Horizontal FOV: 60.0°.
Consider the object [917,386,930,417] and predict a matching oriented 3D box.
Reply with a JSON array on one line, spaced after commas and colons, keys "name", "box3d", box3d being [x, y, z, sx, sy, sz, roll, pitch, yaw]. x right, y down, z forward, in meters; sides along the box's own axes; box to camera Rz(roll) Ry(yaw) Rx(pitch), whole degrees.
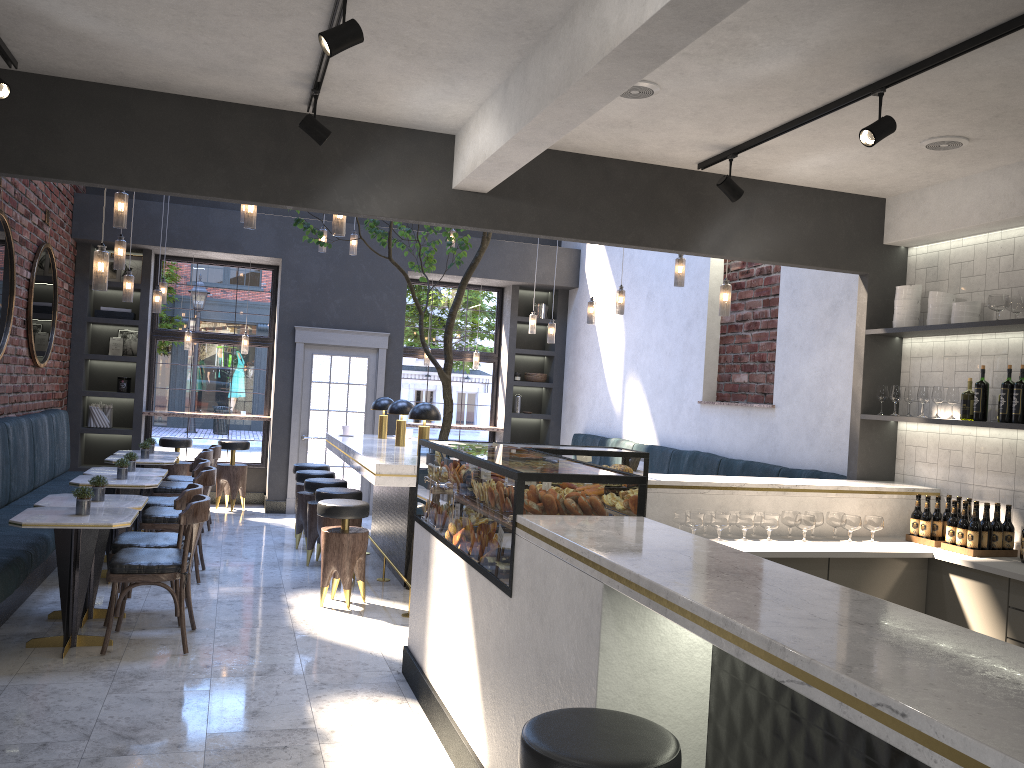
[{"name": "object", "box3d": [2.489, 0.107, 5.371, 0.070, 0.188, 0.070, 3, 0, -26]}]

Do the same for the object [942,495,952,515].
[{"name": "object", "box3d": [2.601, 0.802, 5.289, 0.070, 0.279, 0.069, 3, 0, 15]}]

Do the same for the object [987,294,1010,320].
[{"name": "object", "box3d": [2.677, -0.414, 4.883, 0.114, 0.147, 0.114, 3, 0, -13]}]

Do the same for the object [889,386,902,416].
[{"name": "object", "box3d": [2.419, 0.105, 5.597, 0.070, 0.188, 0.070, 3, 0, -26]}]

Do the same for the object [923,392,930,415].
[{"name": "object", "box3d": [2.559, 0.112, 5.517, 0.070, 0.188, 0.070, 3, 0, -26]}]

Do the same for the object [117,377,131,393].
[{"name": "object", "box3d": [-4.556, 0.010, 10.414, 0.152, 0.181, 0.152, 3, 0, 21]}]

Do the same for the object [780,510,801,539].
[{"name": "object", "box3d": [1.581, 0.798, 5.032, 0.114, 0.147, 0.114, 3, 0, -13]}]

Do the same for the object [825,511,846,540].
[{"name": "object", "box3d": [1.869, 0.816, 5.122, 0.114, 0.147, 0.114, 3, 0, -13]}]

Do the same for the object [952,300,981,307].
[{"name": "object", "box3d": [2.676, -0.459, 5.222, 0.153, 0.075, 0.154, 3, -1, 40]}]

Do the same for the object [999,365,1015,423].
[{"name": "object", "box3d": [2.719, 0.055, 4.860, 0.072, 0.319, 0.072, 3, 0, -33]}]

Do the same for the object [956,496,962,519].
[{"name": "object", "box3d": [2.624, 0.802, 5.219, 0.070, 0.279, 0.069, 3, 0, -40]}]

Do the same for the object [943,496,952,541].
[{"name": "object", "box3d": [2.553, 0.798, 5.196, 0.070, 0.279, 0.069, 3, 0, -10]}]

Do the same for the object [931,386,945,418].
[{"name": "object", "box3d": [2.524, 0.108, 5.259, 0.070, 0.188, 0.070, 3, 0, -4]}]

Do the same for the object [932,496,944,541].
[{"name": "object", "box3d": [2.481, 0.793, 5.175, 0.069, 0.279, 0.070, 3, 0, 35]}]

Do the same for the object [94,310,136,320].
[{"name": "object", "box3d": [-4.642, -0.802, 10.380, 0.412, 0.084, 0.286, 4, -1, -17]}]

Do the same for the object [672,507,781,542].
[{"name": "object", "box3d": [1.170, 0.772, 4.865, 0.575, 0.147, 0.256, 4, 0, -17]}]

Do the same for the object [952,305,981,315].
[{"name": "object", "box3d": [2.676, -0.427, 5.223, 0.153, 0.062, 0.153, 3, 0, 12]}]

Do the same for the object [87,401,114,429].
[{"name": "object", "box3d": [-4.803, 0.349, 10.358, 0.250, 0.323, 0.241, 3, 0, -17]}]

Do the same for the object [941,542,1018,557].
[{"name": "object", "box3d": [2.591, 0.919, 4.921, 0.307, 0.038, 0.231, 4, -1, -17]}]

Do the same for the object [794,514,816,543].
[{"name": "object", "box3d": [1.620, 0.799, 4.907, 0.114, 0.147, 0.114, 3, 0, -13]}]

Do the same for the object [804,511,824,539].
[{"name": "object", "box3d": [1.725, 0.807, 5.077, 0.114, 0.147, 0.114, 3, 0, -13]}]

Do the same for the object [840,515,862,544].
[{"name": "object", "box3d": [1.908, 0.817, 4.997, 0.114, 0.147, 0.114, 3, 0, -13]}]

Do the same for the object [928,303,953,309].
[{"name": "object", "box3d": [2.618, -0.461, 5.407, 0.153, 0.075, 0.154, 3, -1, 40]}]

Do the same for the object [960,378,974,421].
[{"name": "object", "box3d": [2.780, 0.068, 4.622, 0.082, 0.294, 1.100, 3, -1, -17]}]

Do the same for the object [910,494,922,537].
[{"name": "object", "box3d": [2.387, 0.788, 5.223, 0.069, 0.279, 0.070, 3, 0, 35]}]

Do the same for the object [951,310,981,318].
[{"name": "object", "box3d": [2.674, -0.397, 5.224, 0.153, 0.074, 0.154, 3, 0, -14]}]

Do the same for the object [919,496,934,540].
[{"name": "object", "box3d": [2.410, 0.789, 5.152, 0.070, 0.279, 0.069, 3, 0, -40]}]

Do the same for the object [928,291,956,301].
[{"name": "object", "box3d": [2.623, -0.525, 5.403, 0.154, 0.076, 0.153, 3, 0, 4]}]

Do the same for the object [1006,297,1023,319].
[{"name": "object", "box3d": [2.802, -0.406, 4.922, 0.114, 0.147, 0.114, 3, 0, -13]}]

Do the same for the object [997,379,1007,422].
[{"name": "object", "box3d": [2.768, 0.094, 4.962, 0.082, 0.246, 0.082, 3, 0, 10]}]

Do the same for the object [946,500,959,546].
[{"name": "object", "box3d": [2.469, 0.791, 4.960, 0.069, 0.279, 0.070, 3, 0, 35]}]

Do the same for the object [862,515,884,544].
[{"name": "object", "box3d": [2.052, 0.826, 5.042, 0.114, 0.147, 0.114, 3, 0, -13]}]

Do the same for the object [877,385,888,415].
[{"name": "object", "box3d": [2.384, 0.104, 5.710, 0.070, 0.188, 0.070, 3, 0, -26]}]

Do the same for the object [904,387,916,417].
[{"name": "object", "box3d": [2.523, 0.111, 5.630, 0.070, 0.188, 0.070, 3, 0, -26]}]

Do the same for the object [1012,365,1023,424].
[{"name": "object", "box3d": [2.744, 0.055, 4.780, 0.072, 0.319, 0.072, 3, 0, -33]}]

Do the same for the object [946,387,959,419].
[{"name": "object", "box3d": [2.629, 0.114, 5.291, 0.070, 0.188, 0.070, 3, 0, -4]}]

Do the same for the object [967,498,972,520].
[{"name": "object", "box3d": [2.647, 0.803, 5.148, 0.069, 0.279, 0.070, 3, 0, 5]}]

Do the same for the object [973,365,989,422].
[{"name": "object", "box3d": [2.665, 0.053, 5.033, 0.072, 0.319, 0.072, 3, 0, -33]}]

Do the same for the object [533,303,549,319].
[{"name": "object", "box3d": [0.387, -0.977, 11.993, 0.214, 0.215, 0.213, 3, 0, -8]}]

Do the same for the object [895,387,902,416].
[{"name": "object", "box3d": [2.488, 0.110, 5.742, 0.070, 0.188, 0.070, 3, 0, -26]}]

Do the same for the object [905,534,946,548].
[{"name": "object", "box3d": [2.509, 0.917, 5.184, 0.307, 0.038, 0.231, 4, -1, -17]}]

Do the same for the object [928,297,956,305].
[{"name": "object", "box3d": [2.619, -0.490, 5.406, 0.153, 0.060, 0.153, 4, -1, -35]}]

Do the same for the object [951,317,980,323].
[{"name": "object", "box3d": [2.669, -0.361, 5.226, 0.153, 0.055, 0.153, 3, -1, 35]}]

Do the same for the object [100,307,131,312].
[{"name": "object", "box3d": [-4.646, -0.864, 10.390, 0.327, 0.039, 0.227, 4, -1, -27]}]

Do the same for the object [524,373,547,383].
[{"name": "object", "box3d": [0.319, -0.084, 11.973, 0.305, 0.123, 0.305, 3, 0, 4]}]
